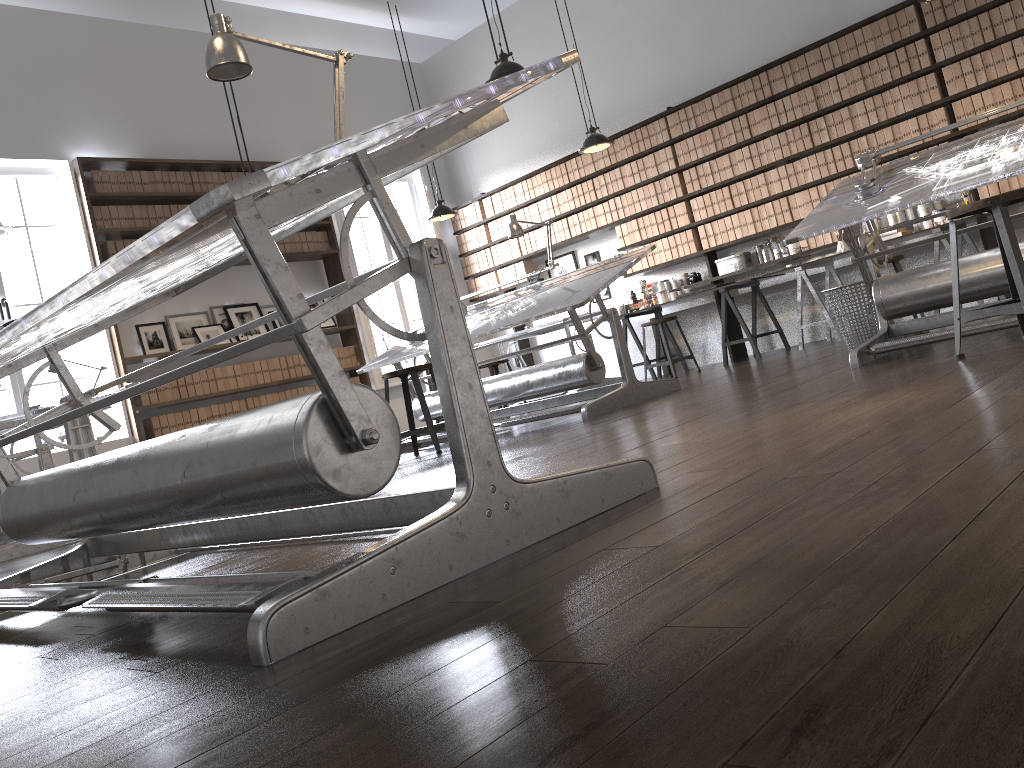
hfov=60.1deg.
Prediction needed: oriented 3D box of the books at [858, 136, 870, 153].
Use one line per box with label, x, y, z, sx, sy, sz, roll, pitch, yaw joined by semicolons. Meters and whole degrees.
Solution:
books;2.923;-1.911;7.253;0.066;0.226;0.175;-16;-3;43

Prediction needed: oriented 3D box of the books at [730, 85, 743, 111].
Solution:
books;2.054;-2.556;7.939;0.066;0.226;0.175;-16;-3;43

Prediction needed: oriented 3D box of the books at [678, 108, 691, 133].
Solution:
books;1.659;-2.461;8.306;0.066;0.226;0.175;-16;-3;43

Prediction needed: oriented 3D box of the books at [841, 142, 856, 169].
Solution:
books;2.818;-1.886;7.351;0.066;0.226;0.175;-16;-3;43

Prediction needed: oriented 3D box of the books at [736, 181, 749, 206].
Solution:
books;2.125;-1.719;8.012;0.066;0.226;0.175;-16;-3;43

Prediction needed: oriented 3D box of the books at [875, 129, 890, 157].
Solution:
books;3.026;-1.936;7.160;0.066;0.226;0.175;-16;-3;43

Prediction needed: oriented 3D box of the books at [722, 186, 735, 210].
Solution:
books;2.021;-1.694;8.110;0.066;0.226;0.175;-16;-3;43

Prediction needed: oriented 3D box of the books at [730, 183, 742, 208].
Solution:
books;2.078;-1.708;8.063;0.066;0.226;0.175;-16;-3;43

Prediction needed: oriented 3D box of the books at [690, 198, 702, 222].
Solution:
books;1.776;-1.635;8.346;0.066;0.226;0.175;-16;-3;43

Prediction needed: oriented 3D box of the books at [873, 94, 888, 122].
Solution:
books;2.999;-2.215;7.136;0.066;0.226;0.175;-16;-3;43

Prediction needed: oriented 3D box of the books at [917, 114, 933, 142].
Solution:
books;3.262;-1.993;6.934;0.066;0.226;0.175;-16;-3;43

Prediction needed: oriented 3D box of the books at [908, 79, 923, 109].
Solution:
books;3.192;-2.262;6.944;0.066;0.226;0.175;-16;-3;43

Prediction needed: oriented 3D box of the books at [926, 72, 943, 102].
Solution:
books;3.290;-2.285;6.858;0.066;0.226;0.175;-16;-3;43

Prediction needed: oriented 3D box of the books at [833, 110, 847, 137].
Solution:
books;2.758;-2.157;7.366;0.066;0.226;0.175;-16;-3;43

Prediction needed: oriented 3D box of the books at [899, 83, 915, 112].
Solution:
books;3.145;-2.250;6.989;0.066;0.226;0.175;-16;-3;43

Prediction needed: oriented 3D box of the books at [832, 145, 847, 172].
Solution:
books;2.770;-1.874;7.405;0.066;0.226;0.175;-16;-3;43

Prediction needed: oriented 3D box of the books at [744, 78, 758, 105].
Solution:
books;2.152;-2.580;7.840;0.066;0.226;0.175;-16;-3;43

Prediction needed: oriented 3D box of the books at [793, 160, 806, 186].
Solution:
books;2.519;-1.814;7.644;0.066;0.226;0.175;-16;-3;43

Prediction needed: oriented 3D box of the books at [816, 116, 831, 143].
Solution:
books;2.655;-2.132;7.459;0.066;0.226;0.175;-16;-3;43

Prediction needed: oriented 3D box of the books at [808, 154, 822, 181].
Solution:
books;2.615;-1.837;7.542;0.066;0.226;0.175;-16;-3;43

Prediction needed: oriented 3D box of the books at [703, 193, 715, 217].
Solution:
books;1.876;-1.659;8.245;0.066;0.226;0.175;-16;-3;43

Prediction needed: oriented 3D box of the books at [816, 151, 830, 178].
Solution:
books;2.667;-1.849;7.493;0.066;0.226;0.175;-16;-3;43

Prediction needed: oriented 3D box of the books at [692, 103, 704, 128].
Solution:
books;1.765;-2.487;8.216;0.066;0.226;0.175;-16;-3;43

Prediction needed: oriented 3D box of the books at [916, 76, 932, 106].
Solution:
books;3.240;-2.273;6.905;0.066;0.226;0.175;-16;-3;43

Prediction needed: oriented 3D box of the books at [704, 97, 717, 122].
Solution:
books;1.860;-2.510;8.117;0.066;0.226;0.175;-16;-3;43

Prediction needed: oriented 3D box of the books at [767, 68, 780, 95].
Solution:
books;2.311;-2.618;7.695;0.066;0.226;0.175;-16;-3;43

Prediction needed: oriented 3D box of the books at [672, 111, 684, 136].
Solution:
books;1.608;-2.449;8.355;0.066;0.226;0.175;-16;-3;43

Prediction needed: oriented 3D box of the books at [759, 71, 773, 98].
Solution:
books;2.255;-2.605;7.741;0.066;0.226;0.175;-16;-3;43

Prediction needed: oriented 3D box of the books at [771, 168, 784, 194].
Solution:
books;2.366;-1.777;7.784;0.066;0.226;0.175;-16;-3;43

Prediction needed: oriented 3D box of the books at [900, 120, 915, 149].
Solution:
books;3.164;-1.969;7.025;0.066;0.226;0.175;-16;-3;43

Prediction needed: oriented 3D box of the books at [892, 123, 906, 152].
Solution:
books;3.120;-1.959;7.069;0.066;0.226;0.175;-16;-3;43

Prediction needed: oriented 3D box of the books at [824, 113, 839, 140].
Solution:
books;2.708;-2.145;7.414;0.066;0.226;0.175;-16;-3;43

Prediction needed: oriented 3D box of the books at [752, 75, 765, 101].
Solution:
books;2.206;-2.593;7.795;0.066;0.226;0.175;-16;-3;43

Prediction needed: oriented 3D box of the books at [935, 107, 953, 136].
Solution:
books;3.354;-2.015;6.840;0.066;0.226;0.175;-16;-3;43

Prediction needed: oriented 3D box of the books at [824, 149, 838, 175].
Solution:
books;2.714;-1.861;7.454;0.066;0.226;0.175;-16;-3;43

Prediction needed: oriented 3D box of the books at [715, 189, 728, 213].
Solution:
books;1.972;-1.682;8.164;0.066;0.226;0.175;-16;-3;43

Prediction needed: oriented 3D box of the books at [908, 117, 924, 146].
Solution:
books;3.210;-1.980;6.979;0.066;0.226;0.175;-16;-3;43

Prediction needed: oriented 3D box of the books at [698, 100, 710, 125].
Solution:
books;1.813;-2.498;8.167;0.066;0.226;0.175;-16;-3;43

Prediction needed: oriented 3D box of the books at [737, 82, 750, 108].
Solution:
books;2.105;-2.568;7.891;0.066;0.226;0.175;-16;-3;43

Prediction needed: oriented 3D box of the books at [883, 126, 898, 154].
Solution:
books;3.070;-1.947;7.110;0.066;0.226;0.175;-16;-3;43

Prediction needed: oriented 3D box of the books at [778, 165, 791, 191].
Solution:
books;2.416;-1.789;7.734;0.066;0.226;0.175;-16;-3;43

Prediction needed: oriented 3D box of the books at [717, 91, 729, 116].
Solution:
books;1.958;-2.533;8.028;0.066;0.226;0.175;-16;-3;43

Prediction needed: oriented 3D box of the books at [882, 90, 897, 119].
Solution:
books;3.049;-2.227;7.090;0.066;0.226;0.175;-16;-3;43

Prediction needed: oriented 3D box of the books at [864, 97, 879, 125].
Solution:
books;2.946;-2.202;7.181;0.066;0.226;0.175;-16;-3;43

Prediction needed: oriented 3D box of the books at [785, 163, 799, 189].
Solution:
books;2.469;-1.802;7.689;0.066;0.226;0.175;-16;-3;43

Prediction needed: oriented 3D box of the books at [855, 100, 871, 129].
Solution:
books;2.896;-2.190;7.231;0.066;0.226;0.175;-16;-3;43

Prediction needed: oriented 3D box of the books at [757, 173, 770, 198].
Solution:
books;2.272;-1.755;7.869;0.066;0.226;0.175;-16;-3;43

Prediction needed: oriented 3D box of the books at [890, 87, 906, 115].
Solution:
books;3.096;-2.239;7.040;0.066;0.226;0.175;-16;-3;43

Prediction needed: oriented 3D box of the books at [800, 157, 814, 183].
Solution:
books;2.566;-1.825;7.594;0.066;0.226;0.175;-16;-3;43

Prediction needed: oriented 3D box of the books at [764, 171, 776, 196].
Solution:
books;2.323;-1.767;7.828;0.066;0.226;0.175;-16;-3;43

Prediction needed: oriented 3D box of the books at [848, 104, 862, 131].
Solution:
books;2.853;-2.180;7.274;0.066;0.226;0.175;-16;-3;43

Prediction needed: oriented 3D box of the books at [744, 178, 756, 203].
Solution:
books;2.178;-1.732;7.967;0.066;0.226;0.175;-16;-3;43

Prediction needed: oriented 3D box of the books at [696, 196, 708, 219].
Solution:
books;1.825;-1.647;8.294;0.066;0.226;0.175;-16;-3;43

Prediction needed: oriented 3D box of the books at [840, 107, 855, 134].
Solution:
books;2.802;-2.168;7.316;0.066;0.226;0.175;-16;-3;43

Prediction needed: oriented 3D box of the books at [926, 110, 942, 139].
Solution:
books;3.313;-2.005;6.889;0.066;0.226;0.175;-16;-3;43

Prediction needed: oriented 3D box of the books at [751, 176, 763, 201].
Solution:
books;2.228;-1.744;7.919;0.066;0.226;0.175;-16;-3;43

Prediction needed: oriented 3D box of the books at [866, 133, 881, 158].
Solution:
books;2.976;-1.924;7.208;0.066;0.226;0.175;-16;-3;43

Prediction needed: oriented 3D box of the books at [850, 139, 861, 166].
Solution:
books;2.875;-1.900;7.304;0.066;0.226;0.175;-16;-3;43

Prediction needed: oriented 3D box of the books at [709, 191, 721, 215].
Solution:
books;1.924;-1.671;8.206;0.066;0.226;0.175;-16;-3;43

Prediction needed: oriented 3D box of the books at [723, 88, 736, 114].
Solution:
books;2.003;-2.544;7.980;0.066;0.226;0.175;-16;-3;43
